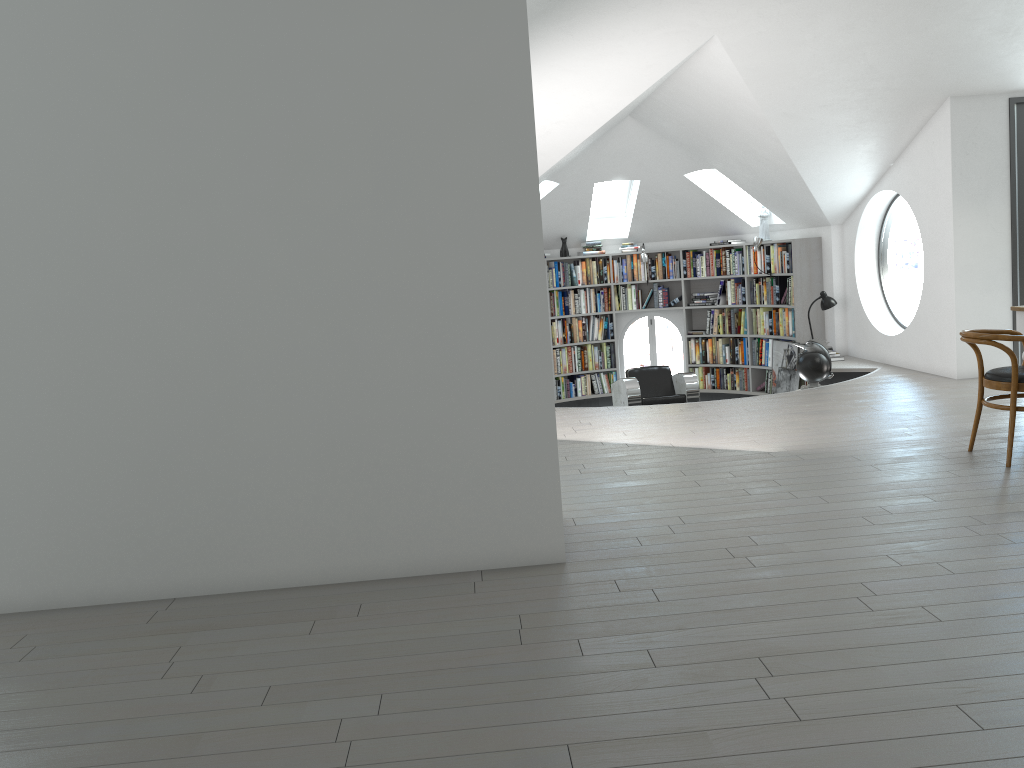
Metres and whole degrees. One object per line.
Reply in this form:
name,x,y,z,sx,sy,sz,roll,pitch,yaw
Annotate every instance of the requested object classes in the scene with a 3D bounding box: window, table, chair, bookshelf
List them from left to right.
window,0.897,-0.373,12.113,3.233,1.147,0.618,-7,7,-17
window,1.293,-2.477,11.069,4.055,0.711,1.938,-5,7,-3
bookshelf,1.425,-0.724,11.246,4.333,1.875,2.115,-5,7,-3
chair,1.620,0.185,10.062,0.823,0.717,0.743,-5,7,-8
window,4.103,-1.256,8.994,0.104,1.466,1.475,-5,7,-3
chair,2.868,0.049,4.988,0.621,0.732,0.529,-4,6,1
table,3.768,0.078,3.987,1.018,0.796,3.360,-5,7,-3

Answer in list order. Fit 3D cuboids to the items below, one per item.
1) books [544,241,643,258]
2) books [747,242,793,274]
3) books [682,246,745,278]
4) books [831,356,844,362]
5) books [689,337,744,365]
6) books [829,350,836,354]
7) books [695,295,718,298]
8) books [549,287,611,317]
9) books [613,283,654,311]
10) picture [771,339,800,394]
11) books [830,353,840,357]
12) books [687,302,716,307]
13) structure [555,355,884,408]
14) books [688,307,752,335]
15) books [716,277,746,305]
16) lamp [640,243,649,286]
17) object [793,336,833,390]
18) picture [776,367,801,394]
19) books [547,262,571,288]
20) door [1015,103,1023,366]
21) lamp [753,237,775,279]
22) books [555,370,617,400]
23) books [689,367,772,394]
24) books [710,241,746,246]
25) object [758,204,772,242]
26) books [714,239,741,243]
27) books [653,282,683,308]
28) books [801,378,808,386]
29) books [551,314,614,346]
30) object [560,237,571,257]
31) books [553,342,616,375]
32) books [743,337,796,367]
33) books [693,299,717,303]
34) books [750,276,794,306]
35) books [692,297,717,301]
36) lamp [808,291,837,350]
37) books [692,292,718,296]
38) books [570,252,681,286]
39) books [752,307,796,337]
books,0.452,-1.714,11.469,2.819,0.173,0.748,-9,9,-32
books,3.238,-1.524,10.736,0.293,0.361,1.016,-7,8,-20
books,2.670,-1.590,11.544,0.969,0.366,0.307,2,9,40
books,3.430,-0.287,9.841,0.365,0.042,0.389,-5,7,-3
books,2.740,-0.451,11.670,0.872,0.349,0.273,2,9,39
books,3.425,-0.355,9.835,0.269,0.031,0.287,-3,8,7
books,2.578,-1.163,11.756,0.214,0.036,0.227,-11,10,-42
books,0.867,-1.120,11.989,1.029,0.358,0.301,-7,7,-17
books,0.735,-1.072,11.752,2.532,0.370,0.592,-7,8,-22
picture,3.252,-0.082,10.561,0.090,0.860,0.580,-6,6,-13
books,3.428,-0.323,9.838,0.286,0.034,0.305,-6,8,-13
books,2.585,-1.069,11.766,0.388,0.042,0.367,1,9,37
structure,1.557,0.210,9.954,4.711,0.691,4.723,2,10,42
books,2.770,-0.826,11.569,0.974,0.351,0.252,2,9,39
books,2.910,-1.201,11.425,0.553,0.350,0.256,2,9,43
lamp,1.744,-1.576,11.701,0.113,0.565,0.359,-4,6,4
object,2.973,-0.195,8.750,0.320,0.561,0.321,-8,7,-29
picture,3.230,0.102,10.398,0.107,0.553,0.490,-6,7,-12
books,0.461,-1.444,11.786,0.683,0.345,0.265,-8,7,-26
door,4.461,-1.338,8.312,0.080,2.340,1.054,-5,6,-3
lamp,3.037,-1.513,10.644,0.275,0.524,0.112,-6,6,-12
books,0.962,0.002,12.060,1.020,0.305,0.288,-7,7,-18
books,2.945,-0.074,11.483,0.360,0.310,1.498,-10,9,-40
books,2.793,-1.820,11.477,0.317,0.036,0.336,-11,10,-40
object,3.099,-1.988,10.909,0.179,0.471,0.180,-4,6,6
books,2.791,-1.848,11.474,0.233,0.027,0.248,-9,9,-30
books,2.118,-1.202,11.918,0.399,0.340,0.225,-2,7,17
books,3.409,0.113,9.814,0.272,0.297,1.151,-3,7,11
books,0.908,-0.740,11.988,0.998,0.350,0.298,-7,7,-19
object,0.709,-1.825,11.832,0.147,0.264,0.202,-5,6,-6
books,0.950,-0.359,12.032,1.032,0.356,0.293,-7,7,-18
books,3.297,-0.389,10.898,0.304,0.358,1.186,-7,8,-21
books,2.583,-1.102,11.763,0.286,0.031,0.270,0,9,32
books,3.269,-1.142,10.764,0.279,0.357,1.054,-6,8,-17
books,2.581,-1.132,11.759,0.270,0.031,0.286,-11,10,-42
lamp,3.435,-0.697,9.795,0.322,0.658,0.234,-3,6,13
books,2.576,-1.195,11.753,0.269,0.031,0.286,-7,8,-22
books,1.516,-1.557,11.960,1.565,0.366,0.395,-4,7,3
books,3.306,-0.762,10.799,0.276,0.346,1.023,-6,8,-17
